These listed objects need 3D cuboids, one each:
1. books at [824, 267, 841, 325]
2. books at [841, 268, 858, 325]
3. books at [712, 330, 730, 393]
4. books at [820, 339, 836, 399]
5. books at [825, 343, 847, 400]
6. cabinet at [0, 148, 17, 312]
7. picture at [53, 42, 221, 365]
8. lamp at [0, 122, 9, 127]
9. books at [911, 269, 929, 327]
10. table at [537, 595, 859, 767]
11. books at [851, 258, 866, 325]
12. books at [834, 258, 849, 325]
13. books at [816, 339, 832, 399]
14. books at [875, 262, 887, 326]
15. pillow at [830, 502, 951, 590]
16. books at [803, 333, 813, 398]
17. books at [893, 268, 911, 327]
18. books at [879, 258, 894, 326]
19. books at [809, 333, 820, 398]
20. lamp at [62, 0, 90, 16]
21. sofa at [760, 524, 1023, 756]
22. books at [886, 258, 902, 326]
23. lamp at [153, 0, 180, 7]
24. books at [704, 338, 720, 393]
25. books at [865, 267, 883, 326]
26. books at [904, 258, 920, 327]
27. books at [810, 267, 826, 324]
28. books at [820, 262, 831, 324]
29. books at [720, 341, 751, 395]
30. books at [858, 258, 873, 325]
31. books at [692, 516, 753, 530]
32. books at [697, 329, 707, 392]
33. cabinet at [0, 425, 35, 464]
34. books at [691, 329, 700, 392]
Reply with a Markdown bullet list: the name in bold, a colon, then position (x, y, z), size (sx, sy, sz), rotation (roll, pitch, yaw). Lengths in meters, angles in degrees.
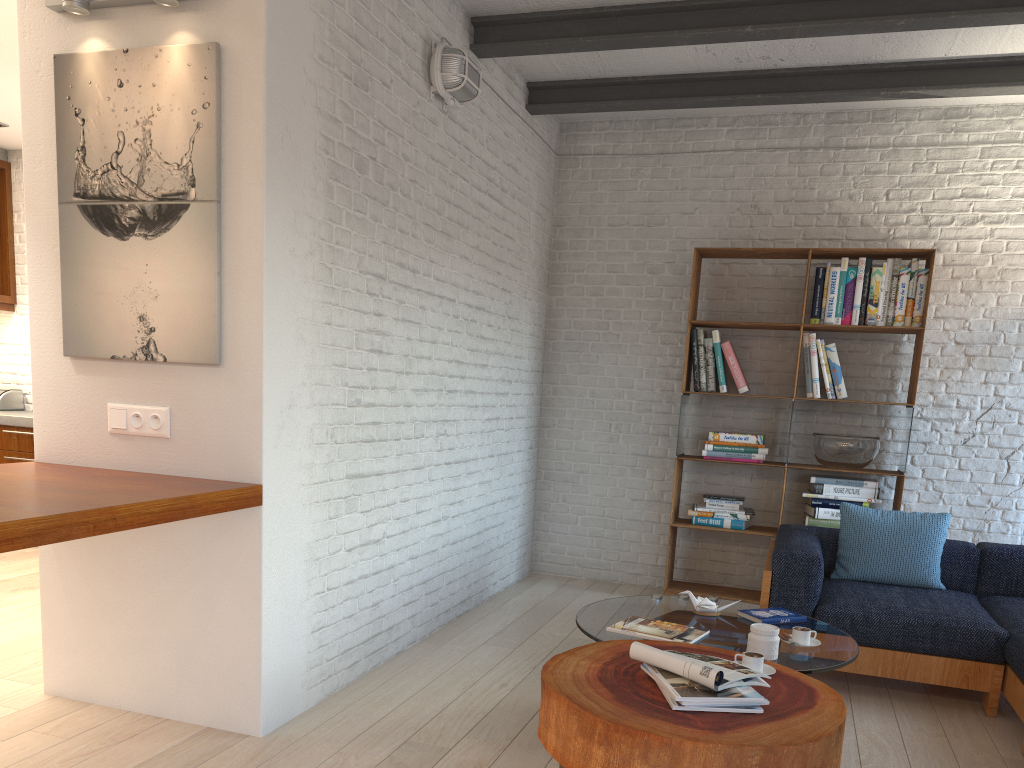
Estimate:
- **books**: position (1.899, -0.507, 5.180), size (0.055, 0.336, 0.250), rotation (6, 7, 18)
- **books**: position (1.993, -0.502, 5.170), size (0.055, 0.336, 0.250), rotation (6, 7, 18)
- **books**: position (1.303, -0.134, 5.436), size (0.120, 0.389, 0.240), rotation (6, 8, 18)
- **books**: position (1.903, -0.083, 5.263), size (0.124, 0.356, 0.267), rotation (6, 7, 18)
- **books**: position (1.943, -0.072, 5.237), size (0.157, 0.336, 0.250), rotation (6, 7, 18)
- **cabinet**: position (-4.463, -1.187, 5.019), size (0.459, 1.181, 3.304), rotation (6, 2, 19)
- **picture**: position (-1.273, -0.592, 2.959), size (0.652, 1.037, 0.019), rotation (5, 10, 17)
- **lamp**: position (-3.390, -1.723, 5.701), size (0.123, 0.056, 0.122), rotation (4, 2, 18)
- **books**: position (2.354, -0.482, 5.062), size (0.055, 0.336, 0.250), rotation (6, 7, 18)
- **table**: position (0.625, 1.137, 3.117), size (1.069, 0.454, 1.813), rotation (4, 0, 24)
- **books**: position (2.033, -0.528, 5.132), size (0.036, 0.391, 0.240), rotation (6, 8, 19)
- **books**: position (1.946, -0.532, 5.165), size (0.036, 0.391, 0.240), rotation (6, 8, 19)
- **books**: position (1.879, -0.084, 5.261), size (0.124, 0.356, 0.267), rotation (6, 7, 18)
- **books**: position (2.151, -0.507, 5.106), size (0.020, 0.366, 0.267), rotation (7, 7, 19)
- **pillow**: position (1.948, 0.833, 4.483), size (0.553, 0.418, 0.219), rotation (4, 8, 17)
- **books**: position (1.798, -0.106, 5.298), size (0.101, 0.392, 0.240), rotation (6, 8, 18)
- **books**: position (2.255, -0.487, 5.070), size (0.055, 0.336, 0.250), rotation (6, 7, 18)
- **books**: position (2.184, -0.519, 5.108), size (0.036, 0.391, 0.240), rotation (6, 8, 19)
- **books**: position (1.827, -0.104, 5.265), size (0.103, 0.391, 0.240), rotation (6, 8, 18)
- **lamp**: position (-1.422, -1.274, 2.843), size (0.079, 0.106, 0.078), rotation (-3, 9, -43)
- **sofa**: position (1.835, 1.094, 2.846), size (2.069, 0.672, 3.906), rotation (3, 0, 18)
- **books**: position (2.215, -0.517, 5.085), size (0.036, 0.391, 0.240), rotation (6, 8, 19)
- **lamp**: position (-1.085, -1.256, 2.736), size (0.079, 0.106, 0.078), rotation (-3, 9, -43)
- **books**: position (1.259, -0.113, 5.487), size (0.102, 0.341, 0.250), rotation (6, 7, 18)
- **books**: position (2.109, -0.496, 5.107), size (0.055, 0.336, 0.250), rotation (6, 7, 18)
- **books**: position (2.304, -0.512, 5.056), size (0.036, 0.391, 0.240), rotation (6, 8, 19)
- **books**: position (1.831, -0.511, 5.221), size (0.055, 0.336, 0.250), rotation (6, 7, 18)
- **books**: position (1.868, -0.523, 5.206), size (0.020, 0.366, 0.267), rotation (7, 7, 19)
- **books**: position (1.396, -0.098, 5.436), size (0.194, 0.325, 0.250), rotation (6, 6, 18)
- **books**: position (2.071, -0.525, 5.130), size (0.036, 0.391, 0.240), rotation (6, 8, 19)
- **books**: position (1.347, 0.874, 5.575), size (0.324, 0.056, 0.253), rotation (3, 0, 28)
- **books**: position (1.205, -0.141, 5.480), size (0.091, 0.392, 0.240), rotation (6, 8, 18)
- **cabinet**: position (-3.204, -0.273, 5.135), size (4.788, 2.893, 2.218), rotation (3, 6, -17)
- **books**: position (1.167, -0.143, 5.484), size (0.091, 0.392, 0.240), rotation (6, 8, 18)
